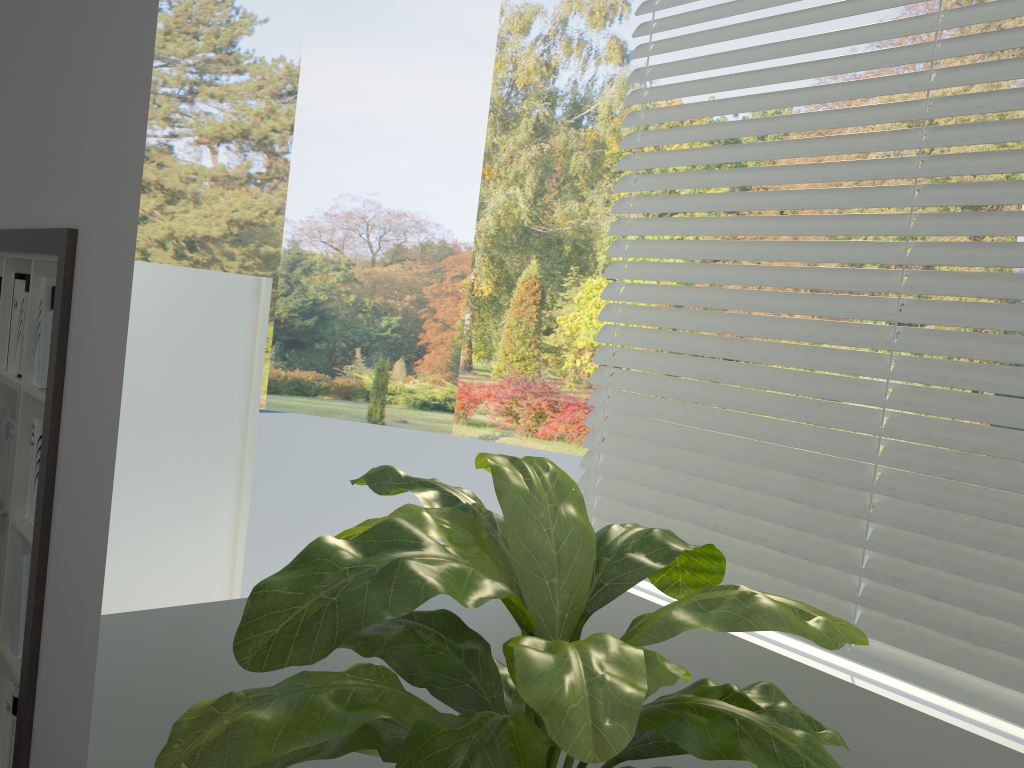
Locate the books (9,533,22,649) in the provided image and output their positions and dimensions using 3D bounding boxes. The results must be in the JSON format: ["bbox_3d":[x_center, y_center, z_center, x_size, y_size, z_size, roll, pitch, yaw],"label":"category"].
[{"bbox_3d":[-1.208,0.538,2.355,0.211,0.297,0.032,4,4,-41],"label":"books"}]

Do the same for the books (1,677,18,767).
[{"bbox_3d":[-1.242,0.902,2.376,0.207,0.258,0.040,4,4,-41],"label":"books"}]

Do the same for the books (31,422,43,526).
[{"bbox_3d":[-1.110,0.228,2.273,0.207,0.259,0.060,4,4,-41],"label":"books"}]

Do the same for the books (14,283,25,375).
[{"bbox_3d":[-1.264,-0.145,2.479,0.207,0.251,0.040,4,4,-41],"label":"books"}]

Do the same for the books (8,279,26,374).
[{"bbox_3d":[-1.295,-0.154,2.505,0.207,0.258,0.040,4,4,-41],"label":"books"}]

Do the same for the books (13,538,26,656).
[{"bbox_3d":[-1.176,0.544,2.318,0.211,0.297,0.032,4,4,-41],"label":"books"}]

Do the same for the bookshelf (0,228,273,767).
[{"bbox_3d":[-1.565,0.274,2.952,0.501,1.495,2.103,4,4,-41],"label":"bookshelf"}]

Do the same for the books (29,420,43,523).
[{"bbox_3d":[-1.126,0.225,2.293,0.207,0.259,0.060,4,4,-40],"label":"books"}]

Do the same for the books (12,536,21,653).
[{"bbox_3d":[-1.189,0.541,2.335,0.211,0.297,0.032,4,4,-41],"label":"books"}]

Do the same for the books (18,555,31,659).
[{"bbox_3d":[-1.158,0.566,2.299,0.207,0.259,0.060,4,4,-41],"label":"books"}]

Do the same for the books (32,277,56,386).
[{"bbox_3d":[-1.127,-0.130,2.317,0.207,0.275,0.040,4,4,-41],"label":"books"}]

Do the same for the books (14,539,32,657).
[{"bbox_3d":[-1.171,0.545,2.315,0.211,0.297,0.032,4,4,-41],"label":"books"}]

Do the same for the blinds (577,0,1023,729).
[{"bbox_3d":[1.676,-1.381,0.846,1.219,4.262,3.923,5,4,-22],"label":"blinds"}]

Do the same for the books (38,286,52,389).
[{"bbox_3d":[-1.086,-0.111,2.256,0.207,0.257,0.058,4,4,-40],"label":"books"}]

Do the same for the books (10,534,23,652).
[{"bbox_3d":[-1.186,0.540,2.330,0.216,0.301,0.032,4,4,-41],"label":"books"}]

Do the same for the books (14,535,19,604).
[{"bbox_3d":[-1.196,0.537,2.344,0.219,0.302,0.032,4,4,-41],"label":"books"}]

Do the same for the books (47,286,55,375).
[{"bbox_3d":[-1.062,-0.110,2.254,0.207,0.257,0.058,4,4,-41],"label":"books"}]

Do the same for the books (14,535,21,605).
[{"bbox_3d":[-1.192,0.541,2.339,0.211,0.297,0.032,4,4,-41],"label":"books"}]

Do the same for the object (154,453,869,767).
[{"bbox_3d":[0.035,0.747,1.410,1.122,1.197,1.026,8,4,28],"label":"object"}]

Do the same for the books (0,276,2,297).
[{"bbox_3d":[-1.480,-0.192,2.742,0.207,0.257,0.058,4,4,-41],"label":"books"}]

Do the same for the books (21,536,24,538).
[{"bbox_3d":[-1.179,0.541,2.329,0.214,0.299,0.032,4,4,-41],"label":"books"}]

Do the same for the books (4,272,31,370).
[{"bbox_3d":[-1.344,-0.173,2.572,0.207,0.275,0.040,4,4,-40],"label":"books"}]

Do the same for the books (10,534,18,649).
[{"bbox_3d":[-1.203,0.539,2.352,0.211,0.297,0.032,4,4,-41],"label":"books"}]

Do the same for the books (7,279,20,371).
[{"bbox_3d":[-1.318,-0.159,2.540,0.207,0.258,0.040,4,4,-41],"label":"books"}]

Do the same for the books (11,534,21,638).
[{"bbox_3d":[-1.200,0.539,2.348,0.211,0.297,0.032,4,4,-41],"label":"books"}]

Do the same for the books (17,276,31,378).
[{"bbox_3d":[-1.231,-0.149,2.437,0.207,0.272,0.053,4,4,-41],"label":"books"}]

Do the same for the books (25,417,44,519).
[{"bbox_3d":[-1.156,0.218,2.335,0.207,0.258,0.040,4,4,-41],"label":"books"}]

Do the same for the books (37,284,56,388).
[{"bbox_3d":[-1.099,-0.116,2.279,0.207,0.259,0.060,4,4,-41],"label":"books"}]

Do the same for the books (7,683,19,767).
[{"bbox_3d":[-1.213,0.908,2.348,0.207,0.258,0.040,4,4,-41],"label":"books"}]
